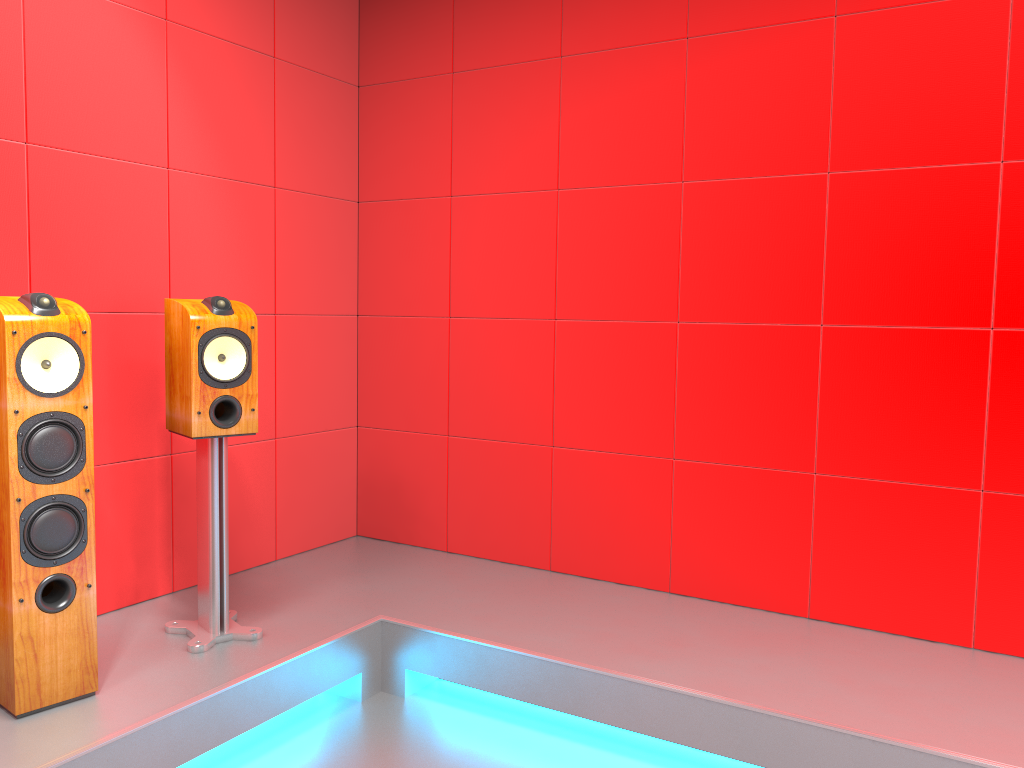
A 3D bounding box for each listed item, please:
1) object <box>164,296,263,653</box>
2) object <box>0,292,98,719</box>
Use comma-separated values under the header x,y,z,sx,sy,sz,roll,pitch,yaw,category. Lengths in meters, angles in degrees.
x,y,z,sx,sy,sz,roll,pitch,yaw,category
-0.930,0.259,2.749,0.231,1.058,0.265,-3,6,-39,object
-1.229,0.292,2.289,0.238,1.052,0.203,5,6,40,object
